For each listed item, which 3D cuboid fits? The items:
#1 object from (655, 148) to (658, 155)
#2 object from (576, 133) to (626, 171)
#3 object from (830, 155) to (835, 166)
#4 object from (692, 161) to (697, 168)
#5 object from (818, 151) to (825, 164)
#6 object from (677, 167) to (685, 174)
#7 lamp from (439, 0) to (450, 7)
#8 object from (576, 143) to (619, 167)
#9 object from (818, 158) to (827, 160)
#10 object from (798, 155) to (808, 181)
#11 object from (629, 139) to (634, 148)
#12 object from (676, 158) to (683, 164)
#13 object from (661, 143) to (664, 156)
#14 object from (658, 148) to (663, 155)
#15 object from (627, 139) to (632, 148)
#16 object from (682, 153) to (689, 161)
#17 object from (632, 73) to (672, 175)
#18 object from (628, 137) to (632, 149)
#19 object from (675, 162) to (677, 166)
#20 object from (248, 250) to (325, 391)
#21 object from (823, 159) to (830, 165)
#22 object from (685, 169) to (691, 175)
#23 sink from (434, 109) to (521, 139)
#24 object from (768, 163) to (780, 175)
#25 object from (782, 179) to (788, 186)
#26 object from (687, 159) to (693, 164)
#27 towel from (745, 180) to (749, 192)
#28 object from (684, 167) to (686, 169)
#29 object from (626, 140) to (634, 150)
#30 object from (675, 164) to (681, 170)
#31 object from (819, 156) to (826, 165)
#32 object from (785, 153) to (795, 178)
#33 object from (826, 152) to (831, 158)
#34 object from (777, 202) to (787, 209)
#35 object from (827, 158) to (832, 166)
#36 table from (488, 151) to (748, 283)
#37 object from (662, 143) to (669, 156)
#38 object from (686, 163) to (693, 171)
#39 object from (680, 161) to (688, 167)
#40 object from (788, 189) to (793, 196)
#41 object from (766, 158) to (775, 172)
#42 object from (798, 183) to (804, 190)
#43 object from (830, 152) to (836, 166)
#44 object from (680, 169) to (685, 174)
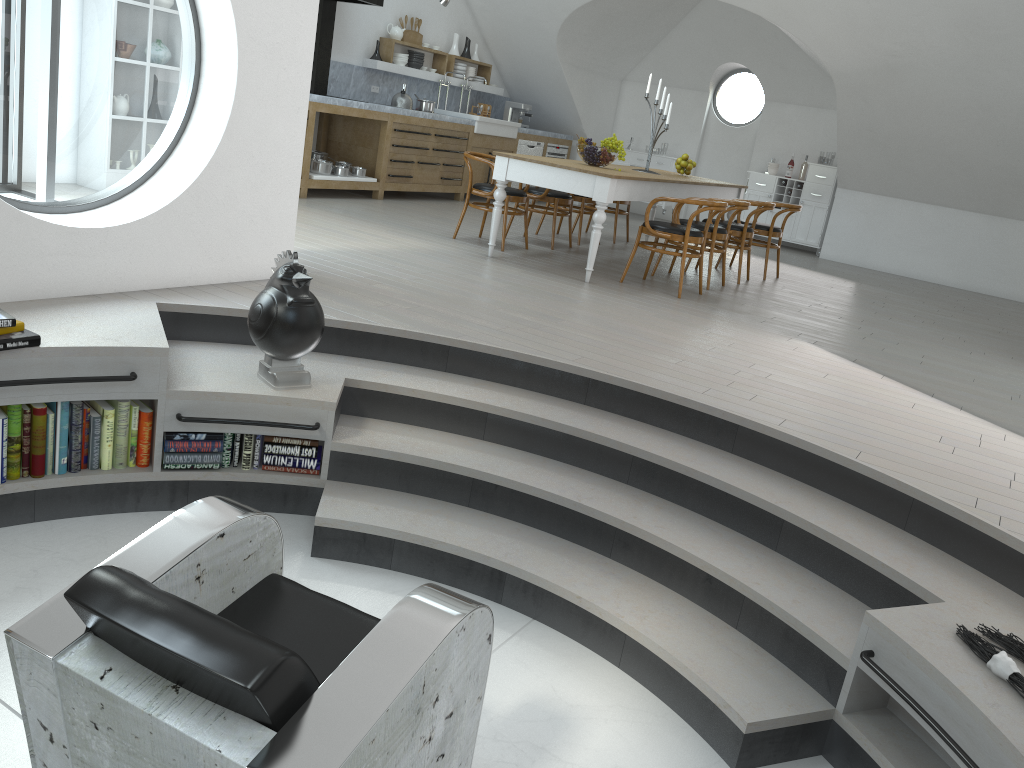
[{"bbox_3d":[2.070,-3.329,12.696,0.095,0.093,0.094,14,16,15],"label":"object"},{"bbox_3d":[0.712,-1.897,7.162,0.393,0.282,0.295,8,16,-7],"label":"object"},{"bbox_3d":[4.191,-2.921,11.601,0.046,0.142,0.046,22,19,38],"label":"object"},{"bbox_3d":[1.786,-2.161,8.730,0.063,0.063,0.063,7,16,-9],"label":"object"},{"bbox_3d":[4.067,-2.972,11.664,0.048,0.168,0.048,2,17,-28],"label":"object"},{"bbox_3d":[1.670,-2.117,8.766,0.080,0.073,0.079,5,16,-16],"label":"object"},{"bbox_3d":[-0.708,-4.178,9.606,0.169,0.175,0.113,16,16,20],"label":"lamp"},{"bbox_3d":[0.688,-1.847,7.202,0.360,0.158,0.362,12,16,8],"label":"object"},{"bbox_3d":[4.102,-2.948,11.736,0.094,0.093,0.094,1,18,-28],"label":"object"},{"bbox_3d":[3.895,-2.881,11.816,0.085,0.328,0.086,7,15,-12],"label":"object"},{"bbox_3d":[1.750,-3.522,12.972,0.039,0.163,0.024,23,20,40],"label":"object"},{"bbox_3d":[1.645,-2.187,8.708,0.066,0.070,0.073,9,16,-2],"label":"object"},{"bbox_3d":[2.147,-3.350,12.661,0.054,0.177,0.054,11,15,5],"label":"object"},{"bbox_3d":[2.101,-3.302,12.614,0.071,0.098,0.072,-2,19,-37],"label":"object"},{"bbox_3d":[1.739,-3.518,12.999,0.097,0.136,0.029,19,18,31],"label":"object"},{"bbox_3d":[1.702,-2.225,8.700,0.073,0.074,0.073,18,18,27],"label":"object"},{"bbox_3d":[1.285,-2.332,7.916,0.265,0.868,0.780,11,16,2],"label":"object"},{"bbox_3d":[1.730,-3.536,12.998,0.039,0.174,0.054,18,17,27],"label":"object"},{"bbox_3d":[1.645,-2.177,8.772,0.062,0.059,0.062,20,19,31],"label":"object"},{"bbox_3d":[-0.948,-0.284,3.735,0.320,0.558,0.323,10,15,1],"label":"object"},{"bbox_3d":[4.120,-2.915,11.651,0.077,0.084,0.077,21,19,35],"label":"object"},{"bbox_3d":[1.734,-2.091,8.739,0.064,0.063,0.064,23,20,38],"label":"object"},{"bbox_3d":[-0.452,-3.259,11.111,0.730,0.200,1.024,19,18,27],"label":"sink"},{"bbox_3d":[3.535,-2.910,12.005,0.158,0.159,0.155,0,19,-32],"label":"object"},{"bbox_3d":[3.698,-2.705,11.932,0.093,0.093,0.360,18,18,28],"label":"object"},{"bbox_3d":[1.744,-2.174,8.692,0.053,0.057,0.058,-6,22,-45],"label":"object"},{"bbox_3d":[3.288,-2.754,12.299,0.049,0.202,0.150,18,17,28],"label":"towel"},{"bbox_3d":[1.743,-2.157,8.774,0.076,0.076,0.077,9,16,-5],"label":"object"},{"bbox_3d":[1.730,-3.499,12.999,0.102,0.137,0.067,18,17,27],"label":"object"},{"bbox_3d":[1.633,-2.129,8.698,0.060,0.055,0.060,17,17,22],"label":"object"},{"bbox_3d":[4.055,-2.920,11.593,0.081,0.104,0.082,3,17,-22],"label":"object"},{"bbox_3d":[3.746,-2.933,11.904,0.081,0.327,0.081,17,16,23],"label":"object"},{"bbox_3d":[4.180,-2.986,11.757,0.054,0.177,0.054,16,16,22],"label":"object"},{"bbox_3d":[3.674,-2.408,12.000,0.156,0.085,0.332,19,19,28],"label":"object"},{"bbox_3d":[4.185,-2.926,11.702,0.071,0.098,0.071,21,19,35],"label":"object"},{"bbox_3d":[1.070,-1.513,7.983,1.022,0.793,3.361,18,18,27],"label":"table"},{"bbox_3d":[2.180,-3.333,12.608,0.063,0.185,0.063,14,16,13],"label":"object"},{"bbox_3d":[1.735,-2.122,8.671,0.071,0.072,0.071,8,16,-7],"label":"object"},{"bbox_3d":[1.678,-2.148,8.653,0.071,0.063,0.072,16,17,21],"label":"object"},{"bbox_3d":[3.768,-2.572,11.920,0.085,0.085,0.332,18,18,27],"label":"object"},{"bbox_3d":[3.573,-3.019,12.229,0.116,0.207,0.065,19,18,30],"label":"object"},{"bbox_3d":[3.869,-2.640,11.830,0.088,0.084,0.361,18,18,27],"label":"object"},{"bbox_3d":[4.241,-2.975,11.743,0.063,0.185,0.063,14,16,14],"label":"object"},{"bbox_3d":[1.673,-2.084,8.705,0.050,0.050,0.051,20,18,31],"label":"object"}]
